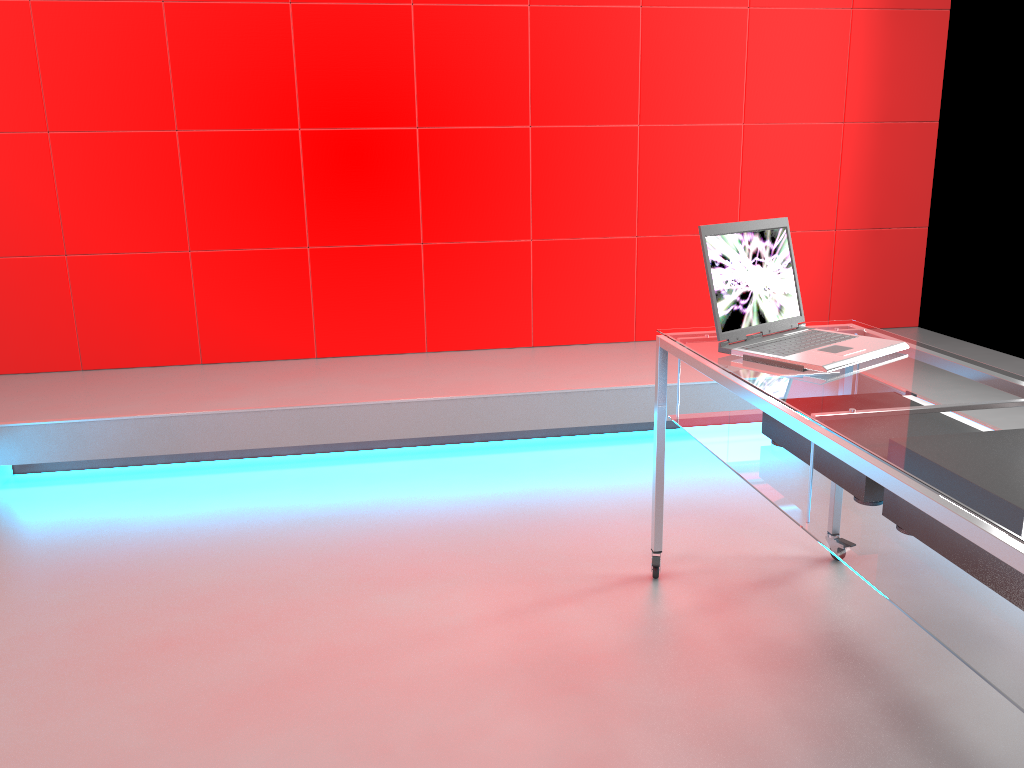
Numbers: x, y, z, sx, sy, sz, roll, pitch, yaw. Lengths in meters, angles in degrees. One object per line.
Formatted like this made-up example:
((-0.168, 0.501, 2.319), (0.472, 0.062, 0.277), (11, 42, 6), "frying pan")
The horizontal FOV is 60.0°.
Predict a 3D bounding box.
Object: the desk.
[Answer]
((0.786, 0.374, 1.664), (0.594, 0.690, 1.617), (-3, 15, -9), "desk")

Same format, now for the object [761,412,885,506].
((0.799, 0.128, 1.886), (0.365, 0.092, 0.435), (-3, 15, -9), "object")

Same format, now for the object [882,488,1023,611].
((0.885, 0.218, 1.408), (0.371, 0.158, 0.431), (-3, 15, -9), "object")

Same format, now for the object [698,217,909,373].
((0.656, -0.214, 1.991), (0.342, 0.285, 0.340), (-13, 19, -38), "object")
